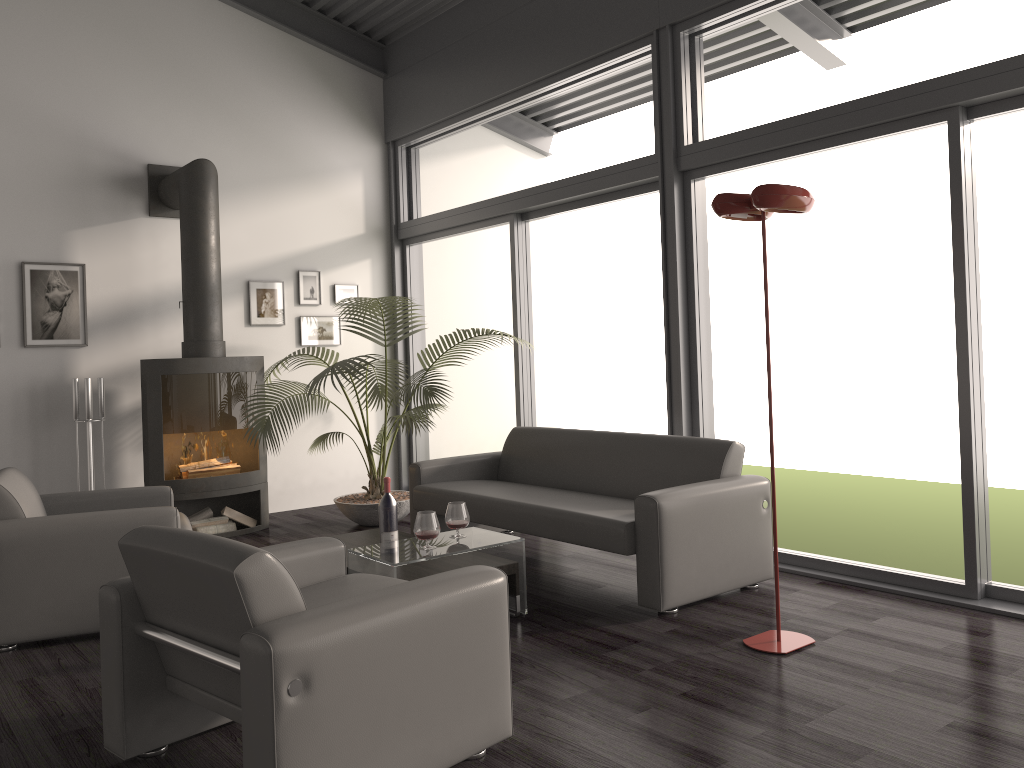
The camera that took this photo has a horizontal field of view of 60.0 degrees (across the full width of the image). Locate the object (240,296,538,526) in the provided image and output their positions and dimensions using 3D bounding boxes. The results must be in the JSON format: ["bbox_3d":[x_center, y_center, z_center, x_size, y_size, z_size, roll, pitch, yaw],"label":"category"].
[{"bbox_3d":[-1.022,0.180,6.294,1.719,1.667,2.118,-3,1,-43],"label":"object"}]

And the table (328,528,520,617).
[{"bbox_3d":[-0.571,0.935,4.260,0.600,0.250,1.200,-3,2,-38],"label":"table"}]

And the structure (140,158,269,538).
[{"bbox_3d":[-2.373,-0.284,6.474,0.818,2.675,1.115,-2,0,-38],"label":"structure"}]

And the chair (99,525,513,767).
[{"bbox_3d":[-0.604,0.750,2.698,0.962,0.717,0.911,-1,1,42],"label":"chair"}]

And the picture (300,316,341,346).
[{"bbox_3d":[-1.575,-0.438,7.303,0.360,0.244,0.015,-3,0,-38],"label":"picture"}]

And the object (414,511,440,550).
[{"bbox_3d":[-0.371,0.637,3.863,0.116,0.155,0.116,-2,0,-29],"label":"object"}]

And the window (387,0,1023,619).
[{"bbox_3d":[2.074,-0.762,4.031,0.385,3.472,9.740,-2,1,-38],"label":"window"}]

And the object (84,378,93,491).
[{"bbox_3d":[-2.708,0.471,5.799,0.167,1.020,0.078,-2,0,14],"label":"object"}]

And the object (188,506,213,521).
[{"bbox_3d":[-2.213,0.957,6.116,0.306,0.192,0.104,-3,1,-36],"label":"object"}]

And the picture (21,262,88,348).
[{"bbox_3d":[-3.137,-0.544,6.088,0.394,0.578,0.026,-2,0,-38],"label":"picture"}]

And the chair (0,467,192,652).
[{"bbox_3d":[-2.029,0.751,4.275,0.910,0.717,0.963,-2,1,-23],"label":"chair"}]

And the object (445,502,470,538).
[{"bbox_3d":[-0.252,0.626,4.085,0.115,0.155,0.116,-2,0,43],"label":"object"}]

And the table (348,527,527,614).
[{"bbox_3d":[-0.327,0.882,3.945,0.681,0.342,0.400,-3,1,-38],"label":"table"}]

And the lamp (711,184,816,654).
[{"bbox_3d":[1.026,0.128,3.514,0.365,1.789,0.353,-2,0,-38],"label":"lamp"}]

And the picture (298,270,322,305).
[{"bbox_3d":[-1.654,-0.787,7.253,0.191,0.280,0.015,-2,0,-38],"label":"picture"}]

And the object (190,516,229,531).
[{"bbox_3d":[-2.088,0.960,6.100,0.258,0.068,0.072,-3,1,-39],"label":"object"}]

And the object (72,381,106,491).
[{"bbox_3d":[-2.800,0.523,5.887,0.400,1.126,0.400,-2,0,12],"label":"object"}]

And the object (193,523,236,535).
[{"bbox_3d":[-2.039,1.006,6.084,0.267,0.082,0.092,-3,1,-37],"label":"object"}]

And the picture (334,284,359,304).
[{"bbox_3d":[-1.391,-0.755,7.457,0.221,0.166,0.015,-3,0,-38],"label":"picture"}]

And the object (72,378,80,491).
[{"bbox_3d":[-2.869,0.456,5.822,0.042,0.983,0.116,-2,0,27],"label":"object"}]

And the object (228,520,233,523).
[{"bbox_3d":[-2.084,1.005,6.161,0.266,0.086,0.085,-3,1,-37],"label":"object"}]

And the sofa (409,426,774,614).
[{"bbox_3d":[0.299,0.650,4.930,0.902,0.717,2.114,-3,2,-38],"label":"sofa"}]

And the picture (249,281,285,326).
[{"bbox_3d":[-1.941,-0.640,7.025,0.288,0.352,0.015,-2,0,-38],"label":"picture"}]

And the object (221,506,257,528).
[{"bbox_3d":[-1.928,0.944,6.265,0.254,0.186,0.071,-3,0,-37],"label":"object"}]

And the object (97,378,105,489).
[{"bbox_3d":[-2.740,0.483,5.942,0.075,1.052,0.145,-2,0,13],"label":"object"}]

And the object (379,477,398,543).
[{"bbox_3d":[-0.586,0.627,4.195,0.093,0.370,0.093,-2,0,-39],"label":"object"}]

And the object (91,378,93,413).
[{"bbox_3d":[-2.826,0.483,5.994,0.041,1.049,0.113,-2,0,7],"label":"object"}]
